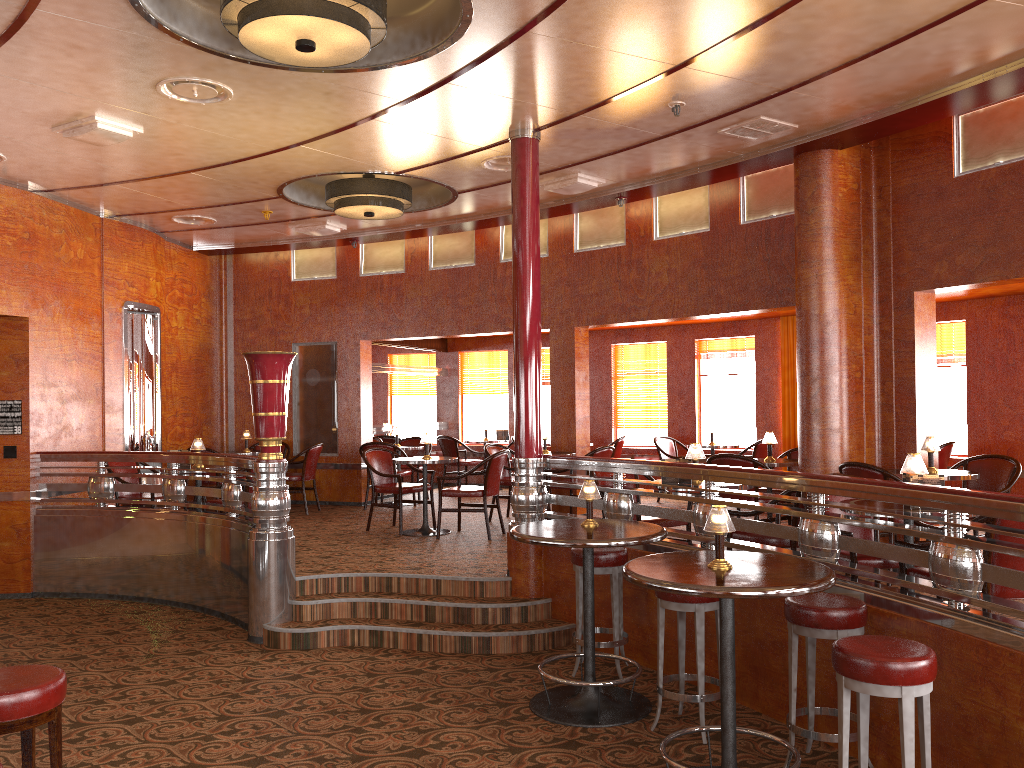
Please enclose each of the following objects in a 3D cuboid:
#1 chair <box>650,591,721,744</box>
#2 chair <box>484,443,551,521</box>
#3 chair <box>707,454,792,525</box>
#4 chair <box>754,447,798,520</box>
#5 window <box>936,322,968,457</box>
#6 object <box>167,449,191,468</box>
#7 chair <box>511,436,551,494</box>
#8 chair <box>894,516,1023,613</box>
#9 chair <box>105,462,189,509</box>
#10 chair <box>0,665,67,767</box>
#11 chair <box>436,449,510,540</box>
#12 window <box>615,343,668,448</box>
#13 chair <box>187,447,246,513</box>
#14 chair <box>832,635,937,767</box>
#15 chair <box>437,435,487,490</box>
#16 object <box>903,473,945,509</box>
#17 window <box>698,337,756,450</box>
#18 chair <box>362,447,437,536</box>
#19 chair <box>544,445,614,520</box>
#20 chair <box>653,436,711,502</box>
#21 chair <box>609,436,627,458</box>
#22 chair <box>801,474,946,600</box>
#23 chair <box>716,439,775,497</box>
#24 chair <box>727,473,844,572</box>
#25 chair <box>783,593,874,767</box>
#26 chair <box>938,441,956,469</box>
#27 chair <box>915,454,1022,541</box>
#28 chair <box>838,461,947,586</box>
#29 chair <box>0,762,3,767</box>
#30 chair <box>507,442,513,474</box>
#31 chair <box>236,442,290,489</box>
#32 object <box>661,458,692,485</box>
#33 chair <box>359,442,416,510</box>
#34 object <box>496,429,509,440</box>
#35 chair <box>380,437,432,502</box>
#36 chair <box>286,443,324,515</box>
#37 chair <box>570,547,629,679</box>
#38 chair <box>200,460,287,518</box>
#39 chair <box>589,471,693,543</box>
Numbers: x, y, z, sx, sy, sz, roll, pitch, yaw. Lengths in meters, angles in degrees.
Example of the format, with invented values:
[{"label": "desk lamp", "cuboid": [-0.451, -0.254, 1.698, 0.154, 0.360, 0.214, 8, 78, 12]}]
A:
[{"label": "chair", "cuboid": [0.896, 1.350, 4.448, 0.350, 0.755, 0.350, -1, -1, 35]}, {"label": "chair", "cuboid": [0.027, 1.044, 9.466, 0.615, 0.817, 0.588, -1, -1, 29]}, {"label": "chair", "cuboid": [1.954, 0.972, 7.372, 0.588, 0.817, 0.615, -1, -1, 44]}, {"label": "chair", "cuboid": [2.574, 0.979, 8.016, 0.615, 0.817, 0.588, 0, -1, -41]}, {"label": "window", "cuboid": [4.516, 0.064, 9.554, 0.040, 1.420, 0.820, 0, -1, -38]}, {"label": "object", "cuboid": [-2.898, 0.652, 7.756, 0.195, 0.156, 0.169, -1, -1, -11]}, {"label": "chair", "cuboid": [0.310, 1.091, 11.697, 0.615, 0.817, 0.588, -1, -1, 19]}, {"label": "chair", "cuboid": [2.132, 0.893, 3.947, 0.588, 0.817, 0.615, -1, -1, -16]}, {"label": "chair", "cuboid": [-3.367, 1.056, 8.099, 0.615, 0.817, 0.588, -1, -1, 14]}, {"label": "chair", "cuboid": [-1.662, 1.349, 2.927, 0.350, 0.755, 0.350, -1, -1, 35]}, {"label": "chair", "cuboid": [-0.332, 1.023, 8.354, 0.615, 0.817, 0.588, -1, -1, 19]}, {"label": "window", "cuboid": [1.786, 0.157, 12.145, 0.820, 1.420, 0.040, -1, -1, 35]}, {"label": "chair", "cuboid": [-3.335, 1.099, 10.034, 0.588, 0.817, 0.615, -1, -1, 29]}, {"label": "chair", "cuboid": [1.335, 1.316, 3.176, 0.350, 0.755, 0.350, -1, -1, 43]}, {"label": "chair", "cuboid": [-0.732, 1.123, 12.528, 0.615, 0.817, 0.588, 0, -1, -39]}, {"label": "object", "cuboid": [1.932, 0.512, 4.228, 0.195, 0.156, 0.169, -2, -1, 44]}, {"label": "window", "cuboid": [2.776, 0.127, 11.369, 0.820, 1.420, 0.040, -1, -1, 41]}, {"label": "chair", "cuboid": [-1.161, 1.045, 8.835, 0.615, 0.817, 0.588, -1, -1, 34]}, {"label": "chair", "cuboid": [0.716, 1.023, 8.942, 0.615, 0.817, 0.588, -1, -1, 34]}, {"label": "chair", "cuboid": [2.079, 1.052, 10.970, 0.615, 0.817, 0.588, -1, -1, 44]}, {"label": "chair", "cuboid": [1.178, 1.074, 11.457, 0.615, 0.817, 0.588, -1, -1, 19]}, {"label": "chair", "cuboid": [1.890, 0.914, 4.745, 0.588, 0.817, 0.615, -1, -1, -11]}, {"label": "chair", "cuboid": [2.765, 1.030, 10.386, 0.615, 0.817, 0.588, -1, -1, 44]}, {"label": "chair", "cuboid": [1.680, 0.930, 5.345, 0.588, 0.817, 0.615, 0, -1, -36]}, {"label": "chair", "cuboid": [1.391, 1.332, 3.924, 0.350, 0.755, 0.350, -1, -1, 35]}, {"label": "chair", "cuboid": [4.166, 0.981, 9.000, 0.615, 0.817, 0.588, -1, -1, 44]}, {"label": "chair", "cuboid": [3.372, 0.935, 6.508, 0.615, 0.817, 0.588, 0, -1, -26]}, {"label": "chair", "cuboid": [2.616, 0.936, 6.147, 0.615, 0.817, 0.588, 0, -1, -21]}, {"label": "chair", "cuboid": [-1.415, 1.327, 2.129, 0.350, 0.755, 0.350, 0, -1, -32]}, {"label": "chair", "cuboid": [0.112, 1.111, 12.476, 0.588, 0.817, 0.615, 0, -1, -39]}, {"label": "chair", "cuboid": [-3.041, 1.115, 10.891, 0.588, 0.817, 0.615, -1, -1, 4]}, {"label": "object", "cuboid": [1.075, 0.554, 5.617, 0.195, 0.156, 0.169, 0, -1, -36]}, {"label": "chair", "cuboid": [-1.518, 1.091, 10.699, 0.588, 0.817, 0.615, -1, -1, 14]}, {"label": "object", "cuboid": [-0.147, 0.729, 12.709, 0.169, 0.156, 0.195, -1, -1, -14]}, {"label": "chair", "cuboid": [-1.355, 1.109, 11.585, 0.588, 0.817, 0.615, -1, -1, 14]}, {"label": "chair", "cuboid": [-2.513, 1.096, 10.358, 0.615, 0.817, 0.588, -1, -1, 9]}, {"label": "chair", "cuboid": [0.537, 1.377, 5.418, 0.350, 0.755, 0.350, -1, -1, 10]}, {"label": "chair", "cuboid": [-2.252, 1.030, 7.585, 0.615, 0.817, 0.588, -1, -1, 29]}, {"label": "chair", "cuboid": [0.875, 0.960, 6.231, 0.588, 0.817, 0.615, 0, -1, -36]}]
